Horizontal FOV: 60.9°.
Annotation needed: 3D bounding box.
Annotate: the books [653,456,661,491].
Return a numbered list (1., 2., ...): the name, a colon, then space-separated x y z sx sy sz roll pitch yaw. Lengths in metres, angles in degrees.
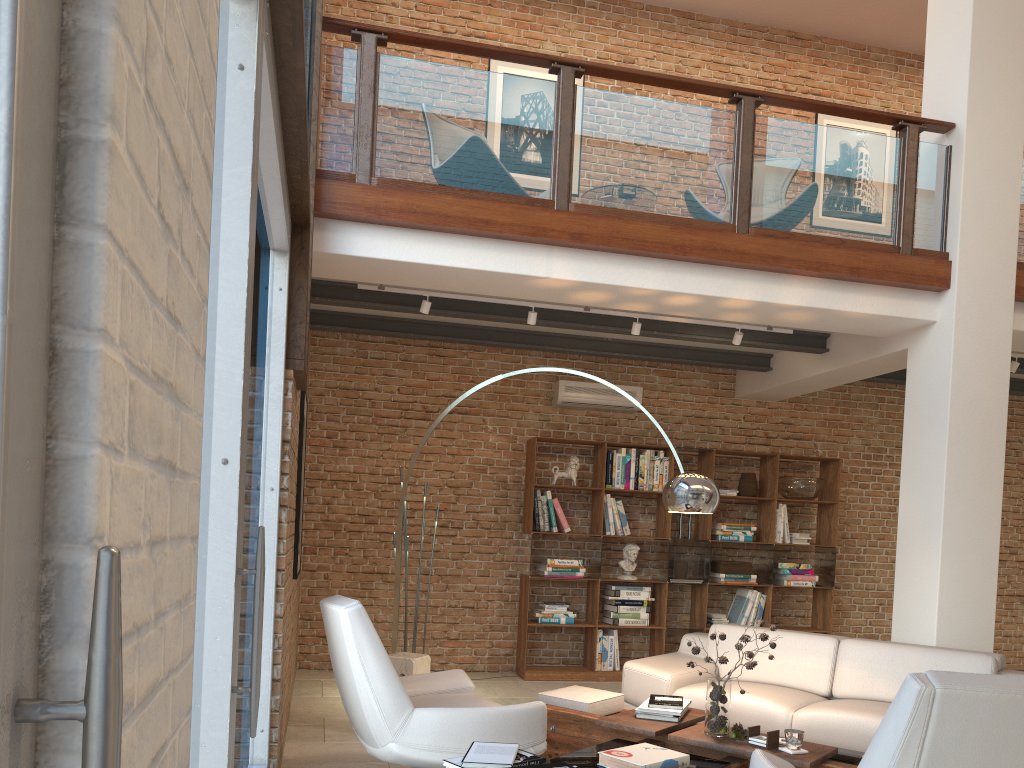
1. books: 1.315 0.850 8.192 0.056 0.327 0.256 3 -3 -12

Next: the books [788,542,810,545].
1. books: 2.791 1.559 8.544 0.171 0.018 0.239 3 -9 -4

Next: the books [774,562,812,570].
1. books: 2.730 1.782 8.547 0.326 0.055 0.258 3 -9 -2

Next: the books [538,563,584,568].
1. books: 0.449 1.677 8.038 0.357 0.020 0.275 5 -10 -14

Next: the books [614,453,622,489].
1. books: 0.949 0.819 8.109 0.056 0.327 0.256 3 -3 -12

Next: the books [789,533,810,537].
1. books: 2.791 1.478 8.527 0.133 0.033 0.207 6 -10 -22

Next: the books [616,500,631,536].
1. books: 0.998 1.252 8.136 0.158 0.326 0.256 3 -3 -12

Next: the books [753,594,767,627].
1. books: 2.352 2.195 8.462 0.116 0.331 0.256 3 -3 -12

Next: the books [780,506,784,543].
1. books: 2.566 1.371 8.487 0.021 0.356 0.273 2 -3 -12

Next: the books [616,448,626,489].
1. books: 0.995 0.796 8.122 0.036 0.381 0.245 2 -2 -12

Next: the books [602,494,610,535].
1. books: 0.838 1.215 8.120 0.101 0.381 0.245 3 -2 -12

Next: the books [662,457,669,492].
1. books: 1.405 0.862 8.234 0.056 0.327 0.256 3 -3 -12

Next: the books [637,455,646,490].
1. books: 1.170 0.836 8.150 0.056 0.327 0.256 3 -3 -12

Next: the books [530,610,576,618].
1. books: 0.375 2.121 8.034 0.380 0.036 0.247 5 -9 -12

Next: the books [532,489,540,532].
1. books: 0.196 1.157 7.964 0.091 0.381 0.245 3 -2 -12

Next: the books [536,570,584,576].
1. books: 0.440 1.740 8.024 0.381 0.036 0.246 6 -10 -17

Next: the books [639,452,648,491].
1. books: 1.205 0.828 8.173 0.021 0.356 0.273 2 -3 -12

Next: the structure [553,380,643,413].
1. structure: 0.804 0.117 8.180 0.814 0.218 0.201 5 -4 -12

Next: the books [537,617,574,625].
1. books: 0.395 2.168 8.032 0.326 0.055 0.258 3 -9 -2

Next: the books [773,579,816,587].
1. books: 2.760 1.951 8.548 0.327 0.055 0.257 4 -9 -10

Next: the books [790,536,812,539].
1. books: 2.796 1.505 8.533 0.171 0.018 0.239 4 -9 -9

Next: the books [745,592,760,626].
1. books: 2.288 2.180 8.453 0.098 0.352 0.273 3 -3 -12

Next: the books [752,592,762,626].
1. books: 2.306 2.186 8.466 0.098 0.352 0.273 3 -3 -12

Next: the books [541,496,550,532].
1. books: 0.276 1.193 8.010 0.103 0.331 0.256 3 -3 -12

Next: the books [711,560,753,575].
1. books: 2.113 1.766 8.391 0.336 0.118 0.215 5 -7 -12

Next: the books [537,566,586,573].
1. books: 0.454 1.703 8.019 0.381 0.036 0.246 6 -10 -18

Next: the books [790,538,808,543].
1. books: 2.788 1.530 8.528 0.132 0.033 0.208 3 -9 -2

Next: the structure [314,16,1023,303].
1. structure: 4.410 -0.162 2.011 10.178 4.095 14.001 4 -9 -12

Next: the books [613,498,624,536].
1. books: 0.948 1.241 8.140 0.125 0.346 0.273 3 -3 -12

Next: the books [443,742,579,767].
1. books: -0.002 1.313 2.963 0.392 0.078 0.572 7 -10 -28

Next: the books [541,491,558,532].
1. books: 0.338 1.169 7.991 0.121 0.378 0.245 3 -2 -12

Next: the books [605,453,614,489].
1. books: 0.870 0.815 8.110 0.056 0.327 0.256 3 -3 -12

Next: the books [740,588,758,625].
1. books: 2.239 2.166 8.432 0.161 0.370 0.245 3 -2 -12

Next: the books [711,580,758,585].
1. books: 2.141 1.914 8.414 0.357 0.020 0.275 5 -10 -14

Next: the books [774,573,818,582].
1. books: 2.788 1.897 8.552 0.328 0.055 0.257 6 -9 -17

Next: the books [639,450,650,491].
1. books: 1.231 0.819 8.192 0.036 0.381 0.245 2 -2 -12

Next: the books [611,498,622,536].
1. books: 0.929 1.238 8.126 0.125 0.346 0.273 3 -3 -12

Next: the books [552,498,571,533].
1. books: 0.421 1.211 8.034 0.195 0.316 0.256 3 -3 -12

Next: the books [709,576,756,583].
1. books: 2.126 1.886 8.424 0.381 0.036 0.246 6 -10 -17

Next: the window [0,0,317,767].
1. window: -0.464 -1.762 0.376 0.649 6.326 12.460 2 -7 -12

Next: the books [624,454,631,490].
1. books: 1.037 0.829 8.147 0.056 0.327 0.256 3 -3 -12

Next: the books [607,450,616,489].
1. books: 0.908 0.804 8.117 0.021 0.356 0.273 2 -3 -12

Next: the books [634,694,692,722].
1. books: 0.827 1.766 4.769 0.250 0.073 0.407 0 -9 20

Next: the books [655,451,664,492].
1. books: 1.362 0.828 8.207 0.036 0.381 0.245 2 -2 -12

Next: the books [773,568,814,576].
1. books: 2.744 1.839 8.552 0.327 0.055 0.257 5 -9 -12

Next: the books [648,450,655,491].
1. books: 1.270 0.820 8.187 0.036 0.381 0.245 2 -2 -12

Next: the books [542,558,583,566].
1. books: 0.459 1.640 8.036 0.327 0.055 0.257 4 -9 -10

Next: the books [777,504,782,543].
1. books: 2.541 1.354 8.471 0.036 0.381 0.245 2 -2 -12

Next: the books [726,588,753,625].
1. books: 2.193 2.167 8.446 0.163 0.369 0.245 3 -2 -12

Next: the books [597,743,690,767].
1. books: 0.579 1.651 3.831 0.330 0.056 0.255 11 -12 -41

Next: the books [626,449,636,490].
1. books: 1.088 0.803 8.137 0.036 0.381 0.245 2 -2 -12

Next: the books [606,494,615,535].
1. books: 0.880 1.215 8.105 0.104 0.381 0.245 3 -2 -12

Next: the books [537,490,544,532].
1. books: 0.231 1.160 7.980 0.091 0.381 0.245 3 -2 -12

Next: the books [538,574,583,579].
1. books: 0.446 1.770 8.033 0.356 0.020 0.275 5 -9 -12

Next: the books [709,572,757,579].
1. books: 2.122 1.844 8.387 0.381 0.036 0.247 5 -9 -13

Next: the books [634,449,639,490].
1. books: 1.122 0.807 8.155 0.036 0.381 0.245 2 -2 -12
